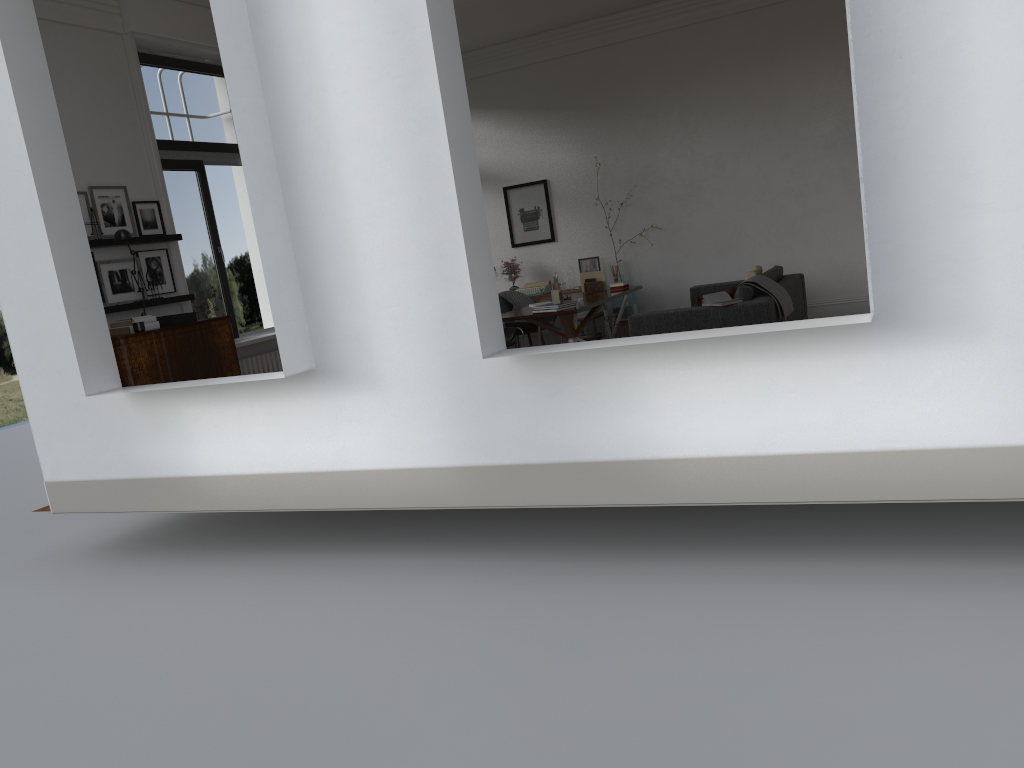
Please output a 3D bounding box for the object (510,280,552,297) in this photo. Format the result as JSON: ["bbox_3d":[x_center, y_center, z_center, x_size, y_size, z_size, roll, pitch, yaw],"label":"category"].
[{"bbox_3d":[0.223,-1.230,11.554,0.535,0.149,0.482,-5,10,24],"label":"object"}]

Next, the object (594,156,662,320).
[{"bbox_3d":[1.486,-1.875,11.174,0.808,2.065,0.352,-8,10,6],"label":"object"}]

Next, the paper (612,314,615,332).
[{"bbox_3d":[1.275,-0.682,11.190,0.125,0.390,0.026,-17,13,-41],"label":"paper"}]

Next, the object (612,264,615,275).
[{"bbox_3d":[1.168,-1.270,10.119,0.008,0.194,0.049,-3,11,29],"label":"object"}]

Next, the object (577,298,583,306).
[{"bbox_3d":[0.659,-0.797,8.632,0.064,0.065,0.082,1,13,45],"label":"object"}]

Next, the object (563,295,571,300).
[{"bbox_3d":[0.578,-0.962,9.829,0.132,0.047,0.114,-11,9,-11],"label":"object"}]

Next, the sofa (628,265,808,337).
[{"bbox_3d":[2.162,-0.647,8.916,1.263,0.832,2.634,-4,10,25],"label":"sofa"}]

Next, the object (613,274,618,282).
[{"bbox_3d":[1.190,-1.211,10.156,0.058,0.091,0.058,-7,10,12],"label":"object"}]

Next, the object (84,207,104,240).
[{"bbox_3d":[-3.319,-1.263,7.009,0.040,0.261,0.174,-4,11,25],"label":"object"}]

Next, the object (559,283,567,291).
[{"bbox_3d":[0.657,-1.257,11.489,0.093,0.102,0.093,-6,10,17],"label":"object"}]

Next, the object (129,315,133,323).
[{"bbox_3d":[-2.885,-0.459,6.759,0.010,0.139,0.045,-5,11,22],"label":"object"}]

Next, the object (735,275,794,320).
[{"bbox_3d":[2.321,-0.794,8.134,0.400,0.389,0.749,-4,10,25],"label":"object"}]

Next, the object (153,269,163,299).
[{"bbox_3d":[-3.049,-0.858,7.606,0.040,0.263,0.110,-4,11,25],"label":"object"}]

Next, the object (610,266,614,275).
[{"bbox_3d":[1.152,-1.271,10.141,0.049,0.194,0.008,-10,10,-5],"label":"object"}]

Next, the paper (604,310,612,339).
[{"bbox_3d":[1.202,-0.687,11.019,0.073,0.480,0.033,-14,11,-27],"label":"paper"}]

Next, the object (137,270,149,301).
[{"bbox_3d":[-3.096,-0.820,7.414,0.040,0.261,0.123,-4,11,25],"label":"object"}]

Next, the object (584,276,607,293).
[{"bbox_3d":[0.964,-1.156,10.288,0.228,0.167,0.149,-4,10,25],"label":"object"}]

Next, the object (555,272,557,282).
[{"bbox_3d":[0.588,-1.351,11.689,0.023,0.240,0.028,-5,11,22],"label":"object"}]

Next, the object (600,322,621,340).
[{"bbox_3d":[1.249,-0.605,11.110,0.260,0.306,0.260,-10,10,-10],"label":"object"}]

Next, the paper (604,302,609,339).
[{"bbox_3d":[1.189,-0.786,11.183,0.048,0.628,0.292,-5,10,18],"label":"paper"}]

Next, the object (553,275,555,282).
[{"bbox_3d":[0.566,-1.329,11.683,0.008,0.208,0.054,-10,10,-9],"label":"object"}]

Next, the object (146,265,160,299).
[{"bbox_3d":[-3.055,-0.864,7.529,0.040,0.300,0.118,-4,11,25],"label":"object"}]

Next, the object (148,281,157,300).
[{"bbox_3d":[-3.037,-0.787,7.473,0.040,0.161,0.066,-4,11,25],"label":"object"}]

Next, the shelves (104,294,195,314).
[{"bbox_3d":[-3.178,-0.615,7.191,0.156,0.055,1.508,-5,10,25],"label":"shelves"}]

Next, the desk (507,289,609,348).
[{"bbox_3d":[0.346,-0.795,11.665,1.799,0.760,0.645,-4,10,25],"label":"desk"}]

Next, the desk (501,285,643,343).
[{"bbox_3d":[0.647,-0.510,9.486,1.030,0.754,2.217,-4,10,25],"label":"desk"}]

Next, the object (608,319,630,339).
[{"bbox_3d":[1.480,-0.692,11.387,0.435,0.317,0.340,-4,10,25],"label":"object"}]

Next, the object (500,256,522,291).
[{"bbox_3d":[-0.001,-1.441,11.900,0.289,0.531,0.307,-12,10,-19],"label":"object"}]

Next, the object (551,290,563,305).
[{"bbox_3d":[0.434,-0.838,8.538,0.082,0.126,0.274,-9,9,-1],"label":"object"}]

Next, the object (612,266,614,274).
[{"bbox_3d":[1.164,-1.279,10.165,0.008,0.196,0.032,-12,11,-20],"label":"object"}]

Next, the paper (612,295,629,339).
[{"bbox_3d":[1.323,-0.784,11.031,0.330,0.612,0.046,-8,10,6],"label":"paper"}]

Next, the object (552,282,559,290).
[{"bbox_3d":[0.584,-1.280,11.676,0.075,0.114,0.058,-4,11,25],"label":"object"}]

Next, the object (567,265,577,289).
[{"bbox_3d":[0.782,-1.392,11.570,0.111,0.303,0.111,-14,11,-27],"label":"object"}]

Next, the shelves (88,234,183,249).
[{"bbox_3d":[-3.255,-1.126,7.100,0.158,0.055,1.508,-5,10,25],"label":"shelves"}]

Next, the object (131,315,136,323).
[{"bbox_3d":[-2.867,-0.466,6.742,0.010,0.119,0.050,-3,11,28],"label":"object"}]

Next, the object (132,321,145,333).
[{"bbox_3d":[-2.854,-0.433,6.784,0.091,0.078,0.091,-9,9,-1],"label":"object"}]

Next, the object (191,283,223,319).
[{"bbox_3d":[-2.877,-0.644,8.406,0.317,0.601,0.540,-9,9,-4],"label":"object"}]
